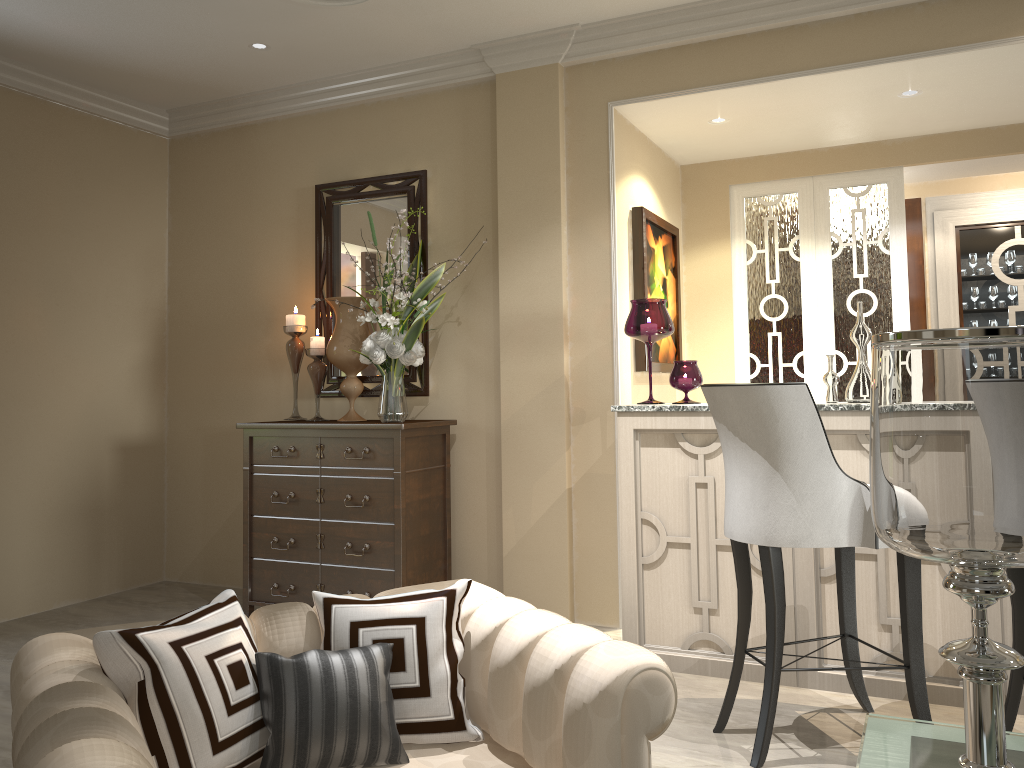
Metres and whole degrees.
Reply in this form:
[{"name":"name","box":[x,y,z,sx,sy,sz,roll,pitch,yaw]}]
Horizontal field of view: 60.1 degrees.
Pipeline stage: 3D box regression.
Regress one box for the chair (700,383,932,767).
[{"name":"chair","box":[0.785,0.472,2.356,0.541,0.954,0.456,0,-3,-10]}]

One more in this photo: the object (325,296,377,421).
[{"name":"object","box":[-0.688,-0.104,3.802,0.221,0.524,0.221,-2,-3,20]}]

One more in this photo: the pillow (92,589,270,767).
[{"name":"pillow","box":[-0.470,0.469,1.337,0.185,0.252,0.283,-2,-2,18]}]

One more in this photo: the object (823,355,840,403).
[{"name":"object","box":[1.042,-0.015,2.890,0.051,0.161,0.051,-2,-3,20]}]

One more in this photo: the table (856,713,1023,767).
[{"name":"table","box":[1.033,0.781,0.905,1.299,0.346,1.055,-1,-1,25]}]

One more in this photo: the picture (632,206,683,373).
[{"name":"picture","box":[0.657,-0.398,3.966,0.049,0.695,0.595,-3,-3,25]}]

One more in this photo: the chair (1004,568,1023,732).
[{"name":"chair","box":[1.380,0.460,2.077,0.541,0.954,0.456,-1,-3,0]}]

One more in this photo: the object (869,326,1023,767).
[{"name":"object","box":[0.601,0.274,1.141,0.250,0.685,0.250,-3,-4,30]}]

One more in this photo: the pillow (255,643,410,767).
[{"name":"pillow","box":[-0.279,0.505,1.367,0.251,0.187,0.128,0,-3,-28]}]

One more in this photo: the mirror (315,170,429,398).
[{"name":"mirror","box":[-0.635,-0.438,3.995,0.600,0.997,0.035,-2,-4,25]}]

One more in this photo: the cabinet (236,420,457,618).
[{"name":"cabinet","box":[-0.688,0.565,3.698,0.823,0.815,0.427,-2,-3,25]}]

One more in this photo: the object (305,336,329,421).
[{"name":"object","box":[-0.851,-0.027,3.875,0.103,0.375,0.102,-2,-3,16]}]

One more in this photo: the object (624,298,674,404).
[{"name":"object","box":[0.506,-0.118,3.250,0.181,0.382,0.180,-3,-3,30]}]

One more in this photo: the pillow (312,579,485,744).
[{"name":"pillow","box":[-0.201,0.485,1.520,0.300,0.270,0.197,-1,-2,-5]}]

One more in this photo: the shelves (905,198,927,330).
[{"name":"shelves","box":[3.054,-0.157,5.219,2.997,1.995,0.183,-2,-3,25]}]

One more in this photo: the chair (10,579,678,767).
[{"name":"chair","box":[-0.273,0.666,1.337,0.849,0.554,0.709,0,-2,-30]}]

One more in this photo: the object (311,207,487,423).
[{"name":"object","box":[-0.454,-0.273,3.635,0.560,0.855,0.605,-3,-3,38]}]

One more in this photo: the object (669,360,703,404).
[{"name":"object","box":[0.626,-0.007,3.187,0.119,0.155,0.119,-2,-3,30]}]

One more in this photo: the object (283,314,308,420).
[{"name":"object","box":[-0.960,-0.078,3.929,0.103,0.471,0.102,-2,-4,16]}]

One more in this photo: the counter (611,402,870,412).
[{"name":"counter","box":[1.474,0.064,2.698,2.337,0.021,0.378,-1,-1,25]}]

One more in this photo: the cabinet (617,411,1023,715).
[{"name":"cabinet","box":[1.461,0.503,2.677,2.256,0.857,0.350,-1,-3,25]}]

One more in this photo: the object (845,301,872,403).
[{"name":"object","box":[1.127,-0.102,2.855,0.109,0.331,0.109,-3,-4,30]}]
